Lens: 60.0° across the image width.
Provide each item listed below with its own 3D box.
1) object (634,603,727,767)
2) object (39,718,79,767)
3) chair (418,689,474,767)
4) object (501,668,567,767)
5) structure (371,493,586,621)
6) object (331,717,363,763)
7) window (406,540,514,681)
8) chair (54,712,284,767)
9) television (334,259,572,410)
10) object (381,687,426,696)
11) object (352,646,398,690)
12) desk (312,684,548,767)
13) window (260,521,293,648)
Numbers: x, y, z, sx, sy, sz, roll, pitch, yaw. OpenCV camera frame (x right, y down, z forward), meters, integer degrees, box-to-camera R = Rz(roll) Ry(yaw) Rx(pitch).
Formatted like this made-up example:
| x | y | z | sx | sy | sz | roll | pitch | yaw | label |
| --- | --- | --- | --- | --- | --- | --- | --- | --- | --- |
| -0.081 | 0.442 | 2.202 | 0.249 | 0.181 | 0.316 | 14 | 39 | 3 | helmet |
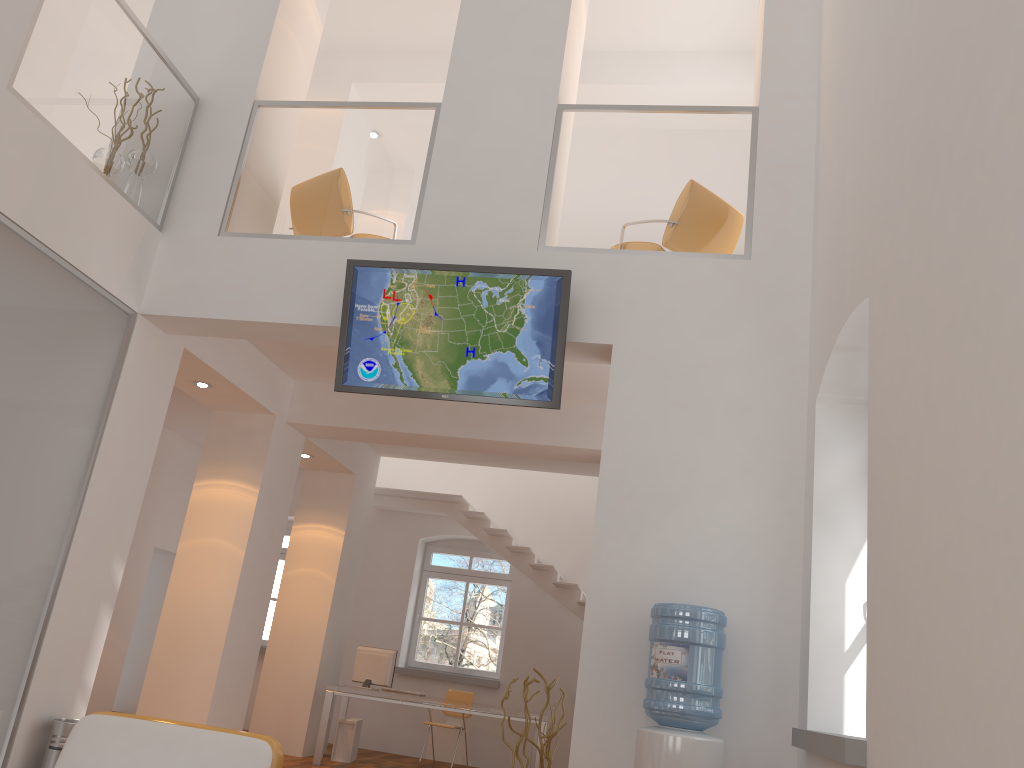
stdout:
| x | y | z | sx | sy | sz | roll | pitch | yaw | label |
| --- | --- | --- | --- | --- | --- | --- | --- | --- | --- |
| 0.793 | 1.829 | 4.232 | 0.436 | 1.490 | 0.436 | 9 | -18 | -3 | object |
| -2.648 | 2.234 | 5.249 | 0.248 | 0.450 | 0.248 | 20 | -22 | -33 | object |
| -0.737 | 3.954 | 10.198 | 0.495 | 0.829 | 0.464 | -1 | -20 | 25 | chair |
| 0.141 | 2.133 | 4.816 | 0.284 | 1.112 | 0.655 | -3 | -22 | 31 | object |
| -0.019 | 2.627 | 9.392 | 4.630 | 3.042 | 3.450 | 4 | -19 | 11 | structure |
| -1.761 | 3.805 | 9.485 | 0.200 | 0.422 | 0.474 | 7 | -18 | 2 | object |
| -0.630 | 2.916 | 11.625 | 1.308 | 1.737 | 0.142 | 4 | -19 | 11 | window |
| -1.508 | 1.687 | 3.474 | 0.923 | 0.661 | 0.825 | 6 | -18 | 6 | chair |
| -0.366 | -0.309 | 5.318 | 1.388 | 0.803 | 0.266 | 4 | -19 | 11 | television |
| -1.179 | 3.346 | 9.658 | 0.467 | 0.031 | 0.200 | 1 | -20 | 21 | object |
| -1.498 | 3.003 | 9.383 | 0.516 | 0.418 | 0.245 | -8 | -24 | 39 | object |
| -0.804 | 3.689 | 9.283 | 2.239 | 0.750 | 1.092 | 7 | -18 | 2 | desk |
| -2.985 | 2.739 | 12.093 | 1.308 | 1.737 | 0.142 | 4 | -19 | 11 | window |
